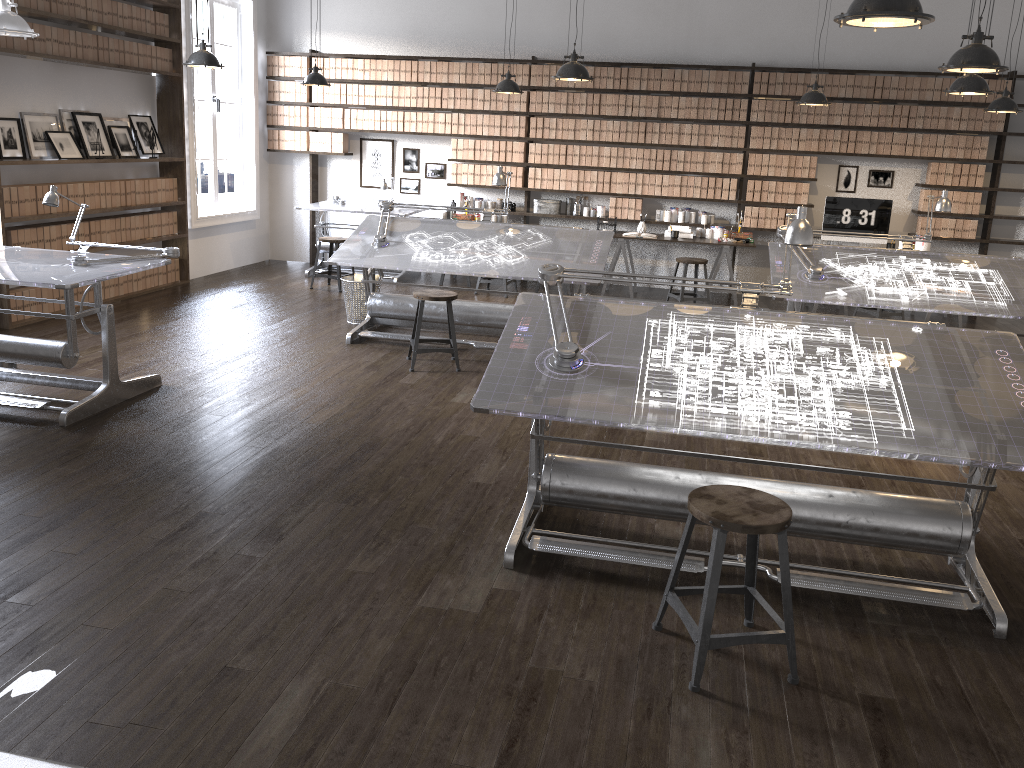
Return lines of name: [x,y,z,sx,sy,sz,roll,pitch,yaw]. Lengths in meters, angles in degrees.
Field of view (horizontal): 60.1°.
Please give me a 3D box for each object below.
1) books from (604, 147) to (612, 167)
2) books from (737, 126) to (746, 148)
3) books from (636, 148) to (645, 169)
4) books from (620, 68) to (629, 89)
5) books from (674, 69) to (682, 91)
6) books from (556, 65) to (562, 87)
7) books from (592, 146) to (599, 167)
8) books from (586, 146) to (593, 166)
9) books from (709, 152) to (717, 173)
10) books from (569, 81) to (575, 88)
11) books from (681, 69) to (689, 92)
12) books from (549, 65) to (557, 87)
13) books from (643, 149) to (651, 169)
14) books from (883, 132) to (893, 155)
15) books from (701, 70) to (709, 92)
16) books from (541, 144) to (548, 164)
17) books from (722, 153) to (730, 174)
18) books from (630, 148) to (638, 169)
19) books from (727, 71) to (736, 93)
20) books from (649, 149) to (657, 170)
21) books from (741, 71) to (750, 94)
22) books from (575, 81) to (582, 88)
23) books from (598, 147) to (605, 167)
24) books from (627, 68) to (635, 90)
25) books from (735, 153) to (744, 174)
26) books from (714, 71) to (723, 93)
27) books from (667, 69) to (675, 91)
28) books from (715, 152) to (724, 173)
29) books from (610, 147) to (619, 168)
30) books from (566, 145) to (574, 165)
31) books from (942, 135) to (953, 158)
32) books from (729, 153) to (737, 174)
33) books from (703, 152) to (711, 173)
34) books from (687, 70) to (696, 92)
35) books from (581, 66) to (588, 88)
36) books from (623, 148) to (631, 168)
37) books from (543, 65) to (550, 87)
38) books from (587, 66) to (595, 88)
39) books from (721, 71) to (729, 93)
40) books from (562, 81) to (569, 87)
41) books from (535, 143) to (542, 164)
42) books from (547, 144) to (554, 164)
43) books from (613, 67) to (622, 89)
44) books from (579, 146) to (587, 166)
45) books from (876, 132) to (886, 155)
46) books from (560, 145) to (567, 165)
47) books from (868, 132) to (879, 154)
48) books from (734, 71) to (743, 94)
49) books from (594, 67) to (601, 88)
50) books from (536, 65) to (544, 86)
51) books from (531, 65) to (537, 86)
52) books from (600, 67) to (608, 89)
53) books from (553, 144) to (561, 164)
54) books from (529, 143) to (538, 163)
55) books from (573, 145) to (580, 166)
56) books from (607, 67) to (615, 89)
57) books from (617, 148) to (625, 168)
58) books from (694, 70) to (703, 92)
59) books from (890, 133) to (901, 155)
books: [1.051,-2.479,9.694,0.067,0.223,0.176,5,14,11]
books: [2.428,-2.607,9.371,0.067,0.223,0.176,5,14,11]
books: [1.397,-2.443,9.623,0.067,0.223,0.176,5,14,11]
books: [1.209,-3.266,9.488,0.067,0.223,0.176,5,14,11]
books: [1.758,-3.209,9.380,0.067,0.223,0.176,5,14,11]
books: [0.528,-3.337,9.627,0.067,0.223,0.176,5,14,11]
books: [0.923,-2.491,9.715,0.067,0.223,0.176,5,14,11]
books: [0.859,-2.499,9.734,0.067,0.223,0.176,5,14,11]
books: [2.151,-2.366,9.480,0.067,0.223,0.176,5,14,11]
books: [0.664,-3.321,9.594,0.067,0.223,0.176,5,14,11]
books: [1.829,-3.203,9.370,0.067,0.223,0.176,5,14,11]
books: [0.459,-3.343,9.636,0.067,0.223,0.176,5,14,11]
books: [1.468,-2.435,9.609,0.067,0.223,0.176,5,14,11]
books: [3.846,-2.468,9.094,0.067,0.223,0.176,5,14,11]
books: [2.034,-3.181,9.328,0.067,0.223,0.176,5,14,11]
books: [0.378,-2.547,9.821,0.067,0.223,0.176,5,14,11]
books: [2.285,-2.353,9.456,0.067,0.223,0.176,5,14,11]
books: [1.327,-2.451,9.640,0.067,0.223,0.176,5,14,11]
books: [2.299,-3.155,9.282,0.067,0.223,0.176,5,14,11]
books: [1.530,-2.430,9.602,0.067,0.223,0.176,5,14,11]
books: [2.436,-3.140,9.251,0.067,0.223,0.176,5,14,11]
books: [0.735,-3.315,9.583,0.067,0.223,0.176,5,14,11]
books: [0.990,-2.486,9.707,0.067,0.223,0.176,5,14,11]
books: [1.282,-3.259,9.480,0.067,0.223,0.176,5,14,11]
books: [2.416,-2.338,9.426,0.067,0.223,0.176,5,14,11]
books: [2.167,-3.168,9.306,0.067,0.223,0.176,5,14,11]
books: [1.687,-3.216,9.394,0.067,0.223,0.176,5,14,11]
books: [2.216,-2.359,9.466,0.067,0.223,0.176,5,14,11]
books: [1.121,-2.471,9.678,0.067,0.223,0.176,5,14,11]
books: [0.651,-2.521,9.775,0.067,0.223,0.176,5,14,11]
books: [4.398,-2.411,8.985,0.067,0.223,0.176,5,14,11]
books: [2.354,-2.347,9.445,0.067,0.223,0.176,5,14,11]
books: [2.090,-2.373,9.493,0.067,0.223,0.176,5,14,11]
books: [1.898,-3.197,9.360,0.067,0.223,0.176,5,14,11]
books: [0.797,-3.309,9.572,0.067,0.223,0.176,5,14,11]
books: [1.259,-2.459,9.657,0.067,0.223,0.176,5,14,11]
books: [0.387,-3.349,9.647,0.067,0.223,0.176,5,14,11]
books: [0.861,-3.301,9.555,0.067,0.223,0.176,5,14,11]
books: [2.232,-3.160,9.289,0.067,0.223,0.176,5,14,11]
books: [0.596,-3.329,9.612,0.067,0.223,0.176,5,14,11]
books: [0.307,-2.554,9.835,0.067,0.223,0.176,5,14,11]
books: [0.440,-2.542,9.813,0.067,0.223,0.176,5,14,11]
books: [1.136,-3.274,9.508,0.067,0.223,0.176,5,14,11]
books: [0.789,-2.507,9.747,0.067,0.223,0.176,5,14,11]
books: [3.778,-2.475,9.109,0.067,0.223,0.176,5,14,11]
books: [0.576,-2.527,9.784,0.067,0.223,0.176,5,14,11]
books: [3.709,-2.481,9.118,0.067,0.223,0.176,5,14,11]
books: [2.368,-3.148,9.268,0.067,0.223,0.176,5,14,11]
books: [0.928,-3.296,9.548,0.067,0.223,0.176,5,14,11]
books: [0.317,-3.356,9.660,0.067,0.223,0.176,5,14,11]
books: [0.256,-3.364,9.677,0.067,0.223,0.176,5,14,11]
books: [0.998,-3.288,9.534,0.067,0.223,0.176,5,14,11]
books: [0.505,-2.536,9.803,0.067,0.223,0.176,5,14,11]
books: [0.237,-2.562,9.852,0.067,0.223,0.176,5,14,11]
books: [0.719,-2.513,9.757,0.067,0.223,0.176,5,14,11]
books: [1.066,-3.280,9.517,0.067,0.223,0.176,5,14,11]
books: [1.191,-2.465,9.669,0.067,0.223,0.176,5,14,11]
books: [1.966,-3.189,9.345,0.067,0.223,0.176,5,14,11]
books: [3.919,-2.460,9.079,0.067,0.223,0.176,5,14,11]
